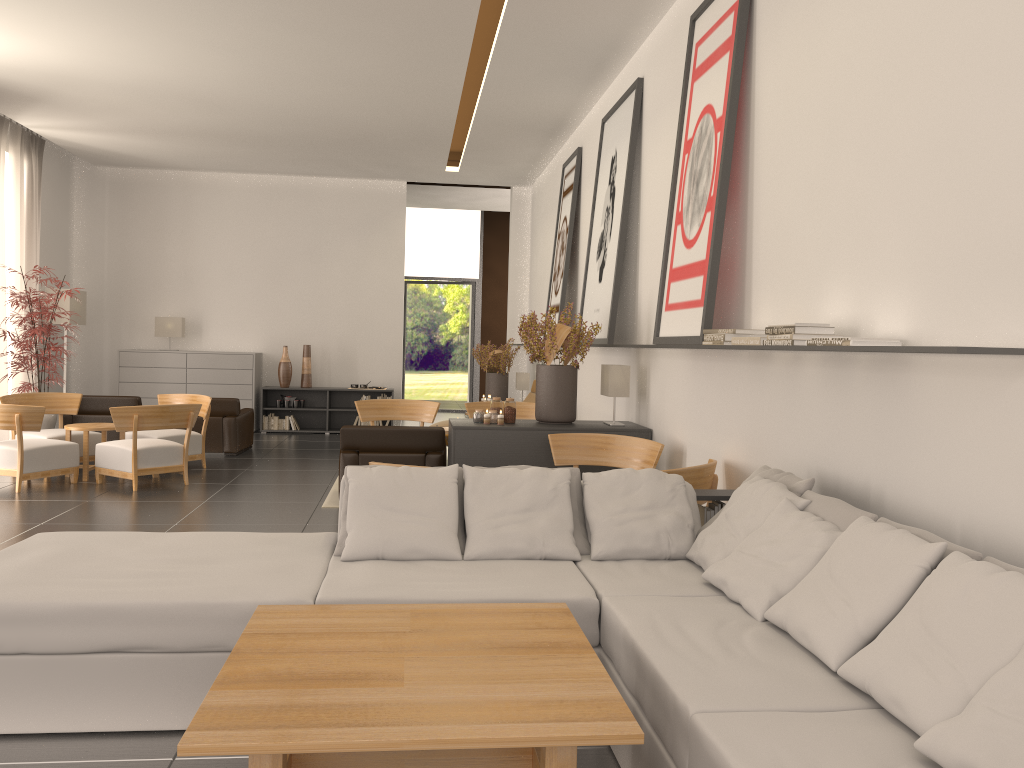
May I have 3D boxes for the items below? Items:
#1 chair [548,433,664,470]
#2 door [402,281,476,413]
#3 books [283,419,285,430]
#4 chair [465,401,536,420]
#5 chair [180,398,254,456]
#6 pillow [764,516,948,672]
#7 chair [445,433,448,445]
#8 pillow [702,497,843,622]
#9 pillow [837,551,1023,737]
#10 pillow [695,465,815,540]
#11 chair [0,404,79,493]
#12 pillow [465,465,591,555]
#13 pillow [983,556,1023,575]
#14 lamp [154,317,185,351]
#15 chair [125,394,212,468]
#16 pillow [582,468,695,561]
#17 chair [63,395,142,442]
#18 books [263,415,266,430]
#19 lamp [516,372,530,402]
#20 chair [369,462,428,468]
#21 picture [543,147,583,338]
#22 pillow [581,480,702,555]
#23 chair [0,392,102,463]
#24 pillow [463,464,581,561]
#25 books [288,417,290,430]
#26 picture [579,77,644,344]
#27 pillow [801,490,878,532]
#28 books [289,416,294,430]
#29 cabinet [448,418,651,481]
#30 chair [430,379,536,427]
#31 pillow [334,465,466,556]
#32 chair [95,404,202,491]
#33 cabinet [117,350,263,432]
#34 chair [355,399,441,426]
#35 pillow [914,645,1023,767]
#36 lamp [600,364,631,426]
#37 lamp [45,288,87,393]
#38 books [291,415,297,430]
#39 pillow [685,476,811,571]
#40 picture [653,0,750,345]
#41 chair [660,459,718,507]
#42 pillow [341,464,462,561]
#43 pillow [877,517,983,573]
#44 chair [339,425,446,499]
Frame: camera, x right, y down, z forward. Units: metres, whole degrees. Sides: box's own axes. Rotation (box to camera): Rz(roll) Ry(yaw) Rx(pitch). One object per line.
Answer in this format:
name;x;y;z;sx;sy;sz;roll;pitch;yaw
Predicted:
chair;0.846;1.200;9.639;1.452;1.226;1.151;3;2;33
door;-2.418;-1.216;28.917;2.377;4.267;0.100;2;1;8
books;-5.407;0.958;21.081;0.054;0.249;0.167;1;2;-7
chair;-0.072;0.937;14.981;1.452;1.226;1.151;1;2;-7
chair;-5.898;0.767;17.156;1.537;1.075;1.500;1;2;-7
pillow;1.676;0.990;4.369;0.585;0.598;0.802;1;2;-7
chair;-0.239;0.742;16.578;2.421;1.485;1.300;2;2;3
pillow;1.539;0.999;5.156;0.590;0.562;0.803;1;2;-11
pillow;1.770;1.028;3.560;0.585;0.598;0.802;1;2;-7
pillow;1.637;0.910;6.128;0.643;0.657;0.884;1;2;-7
chair;-7.054;0.857;12.772;1.452;1.226;1.151;2;2;18
pillow;0.100;0.910;6.378;0.919;0.591;0.558;1;2;-7
pillow;1.918;1.053;3.501;0.549;0.581;0.919;1;2;-7
lamp;-8.163;-1.193;21.154;0.619;0.795;0.310;1;2;-7
chair;-5.763;0.802;14.852;1.452;1.226;1.151;3;2;33
pillow;0.910;0.921;6.343;0.797;0.580;0.626;1;2;-6
chair;-7.672;0.729;16.949;1.537;1.075;1.500;1;2;-7
books;-5.867;0.905;20.983;0.022;0.338;0.253;1;2;-7
lamp;0.239;0.119;20.387;0.257;0.756;0.515;1;2;-7
chair;-0.445;1.255;7.560;1.452;1.226;1.151;2;2;18
picture;0.919;-2.480;16.464;0.384;3.492;1.601;1;2;-7
pillow;0.966;0.967;6.499;0.918;0.510;0.616;1;2;-5
chair;-7.436;0.778;14.387;1.151;1.226;1.452;3;2;28
pillow;0.052;0.897;6.234;0.801;0.595;0.596;1;2;-6
books;-5.288;0.934;21.058;0.017;0.305;0.239;1;2;-7
picture;1.359;-2.306;12.668;0.384;3.492;2.194;1;2;-7
pillow;1.713;0.971;5.275;0.549;0.581;0.919;1;2;-7
books;-5.215;0.929;21.060;0.130;0.322;0.252;1;2;-7
cabinet;0.415;1.115;11.165;2.400;1.239;1.121;1;2;-7
chair;-0.452;0.657;18.422;2.421;1.485;1.300;1;2;-17
pillow;-0.770;0.892;6.280;0.919;0.577;0.549;1;2;-7
chair;-5.431;0.883;13.178;1.151;1.226;1.452;3;2;38
cabinet;-7.611;0.162;21.071;3.080;1.875;1.041;1;2;-7
chair;-1.919;0.897;14.766;1.452;1.226;1.151;1;2;-7
pillow;1.806;1.105;2.848;0.590;0.562;0.803;1;2;-11
lamp;1.301;0.138;11.227;0.257;0.757;0.515;1;2;-7
lamp;-9.858;-0.486;19.581;0.908;3.177;1.001;1;1;-7
books;-5.179;0.913;21.072;0.138;0.354;0.236;1;2;-7
pillow;1.510;0.942;5.820;0.587;0.596;0.819;1;2;-6
picture;1.826;-2.121;8.636;0.384;3.492;1.601;1;2;-7
chair;1.178;1.280;7.966;1.151;1.226;1.452;3;2;38
pillow;-0.756;0.878;6.139;0.801;0.598;0.585;1;2;-7
pillow;1.816;1.012;4.385;0.549;0.581;0.919;1;2;-7
chair;-1.669;1.080;12.444;1.537;1.075;1.500;1;2;-7
